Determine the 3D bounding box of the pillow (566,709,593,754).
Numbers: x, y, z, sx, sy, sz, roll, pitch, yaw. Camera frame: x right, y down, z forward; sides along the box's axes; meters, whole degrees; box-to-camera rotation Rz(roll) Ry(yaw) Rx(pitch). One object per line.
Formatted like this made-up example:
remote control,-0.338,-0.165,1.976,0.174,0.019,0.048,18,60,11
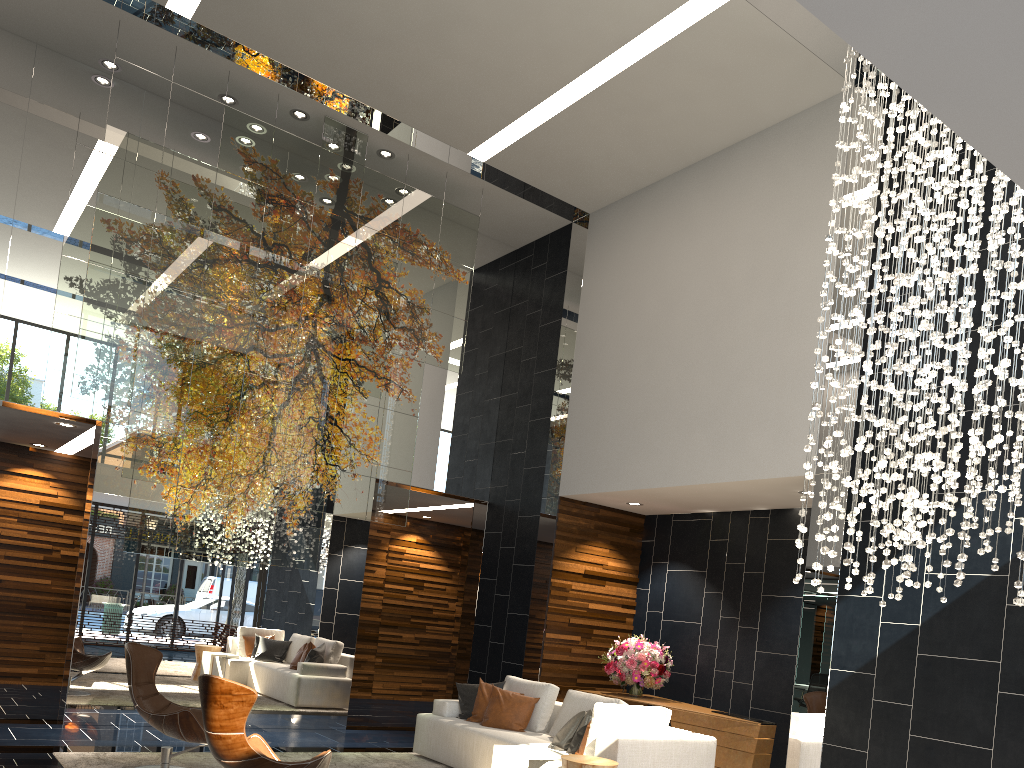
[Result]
pillow,0.617,2.748,6.795,0.254,0.402,0.575,4,-11,23

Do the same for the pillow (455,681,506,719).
pillow,-0.297,2.979,8.133,0.552,0.405,0.262,4,-6,12

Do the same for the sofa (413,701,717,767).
sofa,0.202,3.097,7.361,1.322,0.662,2.879,15,-17,-33

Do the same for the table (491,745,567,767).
table,0.118,2.920,6.337,0.409,0.454,0.402,12,-10,-35

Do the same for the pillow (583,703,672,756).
pillow,0.874,2.638,6.494,0.728,0.447,0.218,14,-8,-34

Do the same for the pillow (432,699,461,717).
pillow,-0.464,3.144,8.357,0.641,0.147,0.241,19,-17,-39

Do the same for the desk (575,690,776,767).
desk,1.678,3.570,8.560,1.013,0.727,2.266,14,-16,-34

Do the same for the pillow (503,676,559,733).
pillow,0.123,2.976,8.034,0.252,0.439,0.726,10,-12,-34

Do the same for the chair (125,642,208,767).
chair,-2.471,2.375,6.257,0.792,0.907,0.690,7,-7,-7

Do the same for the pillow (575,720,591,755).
pillow,0.700,2.693,6.609,0.533,0.402,0.268,15,-10,-39

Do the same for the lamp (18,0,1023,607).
lamp,1.868,-43.255,10.457,401.236,110.946,411.126,9,-15,-9

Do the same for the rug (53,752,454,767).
rug,-0.201,3.304,7.008,6.048,0.006,3.244,17,-19,-34

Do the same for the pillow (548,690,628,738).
pillow,0.645,2.840,7.303,0.296,0.424,0.726,11,-12,-33

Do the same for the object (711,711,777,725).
object,2.144,3.075,7.935,0.245,0.026,0.724,13,-17,-22

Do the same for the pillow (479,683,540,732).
pillow,-0.032,2.933,7.781,0.517,0.403,0.276,1,-8,25

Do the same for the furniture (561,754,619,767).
furniture,0.496,2.793,5.816,0.393,0.508,0.403,6,-7,0

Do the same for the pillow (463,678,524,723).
pillow,-0.151,2.948,7.970,0.546,0.420,0.250,3,-6,20

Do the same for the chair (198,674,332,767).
chair,-1.421,2.128,4.930,0.672,0.905,0.815,4,-8,23

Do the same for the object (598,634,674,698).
object,1.337,2.967,9.095,0.710,0.659,0.661,15,-12,-43

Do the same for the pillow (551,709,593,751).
pillow,0.503,2.777,6.938,0.298,0.354,0.524,5,-11,14
